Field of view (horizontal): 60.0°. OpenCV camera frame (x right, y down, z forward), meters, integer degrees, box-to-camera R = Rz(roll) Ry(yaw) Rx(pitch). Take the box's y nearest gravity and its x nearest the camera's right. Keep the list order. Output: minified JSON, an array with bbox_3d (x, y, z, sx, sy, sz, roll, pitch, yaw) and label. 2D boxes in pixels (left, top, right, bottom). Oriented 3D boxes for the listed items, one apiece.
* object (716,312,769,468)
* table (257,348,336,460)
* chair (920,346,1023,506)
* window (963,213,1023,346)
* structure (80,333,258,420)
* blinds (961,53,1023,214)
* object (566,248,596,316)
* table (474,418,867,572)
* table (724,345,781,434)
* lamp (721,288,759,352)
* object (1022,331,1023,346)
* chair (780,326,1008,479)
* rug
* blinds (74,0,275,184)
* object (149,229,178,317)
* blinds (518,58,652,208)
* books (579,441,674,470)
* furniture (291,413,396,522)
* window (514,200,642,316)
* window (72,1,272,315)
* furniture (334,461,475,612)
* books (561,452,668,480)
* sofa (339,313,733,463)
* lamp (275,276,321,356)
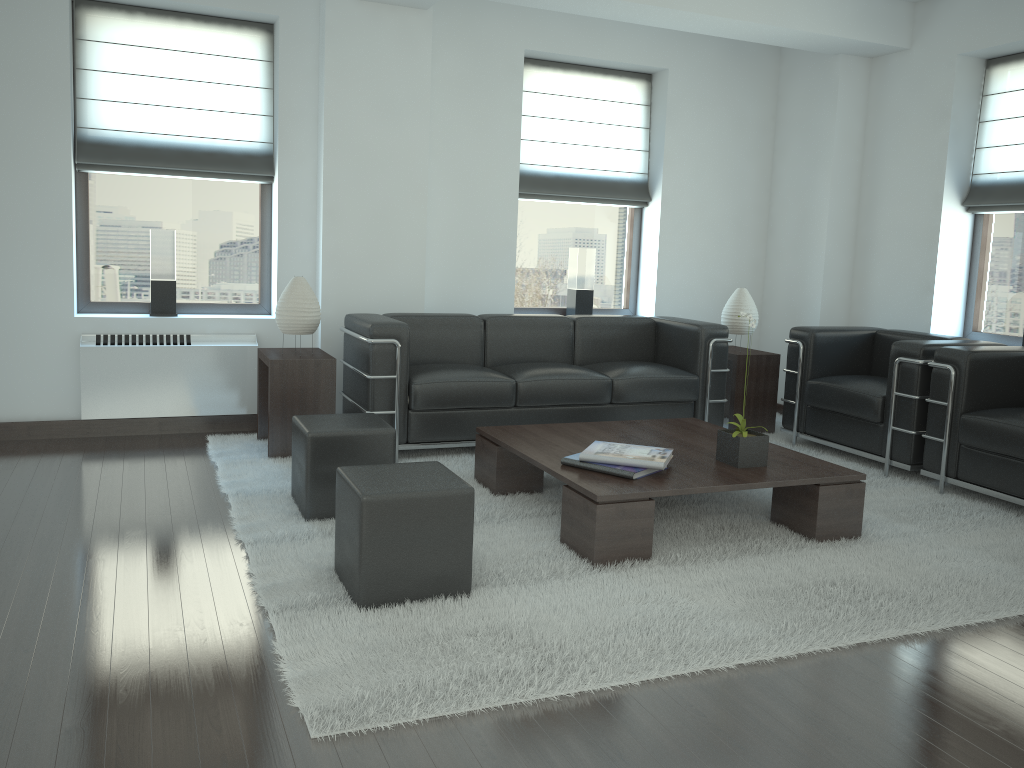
[{"bbox_3d":[1.503,0.025,5.756,0.252,0.988,0.337,-1,8,-23],"label":"object"},{"bbox_3d":[-1.833,0.159,7.491,0.526,0.842,0.789,-1,8,-23],"label":"table"},{"bbox_3d":[4.011,0.380,6.439,1.123,1.166,1.652,-1,9,-23],"label":"chair"},{"bbox_3d":[5.053,-1.623,7.794,0.146,2.721,2.140,-1,8,-23],"label":"window"},{"bbox_3d":[-3.034,-0.083,7.910,1.461,0.723,0.194,-1,8,-23],"label":"structure"},{"bbox_3d":[4.924,-2.239,7.653,0.222,1.471,2.131,-1,8,-23],"label":"blinds"},{"bbox_3d":[0.755,-1.102,9.728,0.239,0.773,0.244,-1,8,-23],"label":"object"},{"bbox_3d":[0.984,0.665,6.161,1.936,0.439,1.928,-1,9,-23],"label":"table"},{"bbox_3d":[2.294,0.064,9.226,0.526,0.842,0.789,-1,8,-23],"label":"table"},{"bbox_3d":[2.332,-0.664,9.077,0.374,0.652,0.376,3,7,6],"label":"lamp"},{"bbox_3d":[4.711,-0.656,7.826,0.239,0.773,0.244,-1,8,-23],"label":"object"},{"bbox_3d":[3.368,0.122,7.982,1.123,1.166,1.652,-1,9,-23],"label":"chair"},{"bbox_3d":[1.140,0.780,6.707,6.253,0.110,5.189,-1,9,-23],"label":"rug"},{"bbox_3d":[-3.014,-2.613,8.011,1.686,1.471,0.223,-1,8,-23],"label":"blinds"},{"bbox_3d":[-3.179,-1.011,8.074,0.239,0.773,0.244,-1,8,-23],"label":"object"},{"bbox_3d":[0.770,-2.700,9.601,1.686,1.471,0.223,-1,8,-23],"label":"blinds"},{"bbox_3d":[0.729,0.449,5.596,0.518,0.045,0.447,5,9,18],"label":"books"},{"bbox_3d":[-1.133,0.532,5.915,0.588,0.577,0.605,-1,8,-23],"label":"furniture"},{"bbox_3d":[0.677,-2.104,9.818,1.701,2.722,0.146,-1,7,-23],"label":"window"},{"bbox_3d":[-3.108,-2.017,8.228,1.701,2.722,0.146,-1,7,-23],"label":"window"},{"bbox_3d":[-0.568,0.757,4.578,0.588,0.577,0.605,-1,8,-23],"label":"furniture"},{"bbox_3d":[0.646,0.496,5.562,0.519,0.045,0.447,9,11,37],"label":"books"},{"bbox_3d":[0.256,-0.021,8.096,3.477,1.166,1.128,-1,8,-23],"label":"sofa"},{"bbox_3d":[-1.773,-0.569,7.351,0.374,0.652,0.376,0,8,-19],"label":"lamp"}]
